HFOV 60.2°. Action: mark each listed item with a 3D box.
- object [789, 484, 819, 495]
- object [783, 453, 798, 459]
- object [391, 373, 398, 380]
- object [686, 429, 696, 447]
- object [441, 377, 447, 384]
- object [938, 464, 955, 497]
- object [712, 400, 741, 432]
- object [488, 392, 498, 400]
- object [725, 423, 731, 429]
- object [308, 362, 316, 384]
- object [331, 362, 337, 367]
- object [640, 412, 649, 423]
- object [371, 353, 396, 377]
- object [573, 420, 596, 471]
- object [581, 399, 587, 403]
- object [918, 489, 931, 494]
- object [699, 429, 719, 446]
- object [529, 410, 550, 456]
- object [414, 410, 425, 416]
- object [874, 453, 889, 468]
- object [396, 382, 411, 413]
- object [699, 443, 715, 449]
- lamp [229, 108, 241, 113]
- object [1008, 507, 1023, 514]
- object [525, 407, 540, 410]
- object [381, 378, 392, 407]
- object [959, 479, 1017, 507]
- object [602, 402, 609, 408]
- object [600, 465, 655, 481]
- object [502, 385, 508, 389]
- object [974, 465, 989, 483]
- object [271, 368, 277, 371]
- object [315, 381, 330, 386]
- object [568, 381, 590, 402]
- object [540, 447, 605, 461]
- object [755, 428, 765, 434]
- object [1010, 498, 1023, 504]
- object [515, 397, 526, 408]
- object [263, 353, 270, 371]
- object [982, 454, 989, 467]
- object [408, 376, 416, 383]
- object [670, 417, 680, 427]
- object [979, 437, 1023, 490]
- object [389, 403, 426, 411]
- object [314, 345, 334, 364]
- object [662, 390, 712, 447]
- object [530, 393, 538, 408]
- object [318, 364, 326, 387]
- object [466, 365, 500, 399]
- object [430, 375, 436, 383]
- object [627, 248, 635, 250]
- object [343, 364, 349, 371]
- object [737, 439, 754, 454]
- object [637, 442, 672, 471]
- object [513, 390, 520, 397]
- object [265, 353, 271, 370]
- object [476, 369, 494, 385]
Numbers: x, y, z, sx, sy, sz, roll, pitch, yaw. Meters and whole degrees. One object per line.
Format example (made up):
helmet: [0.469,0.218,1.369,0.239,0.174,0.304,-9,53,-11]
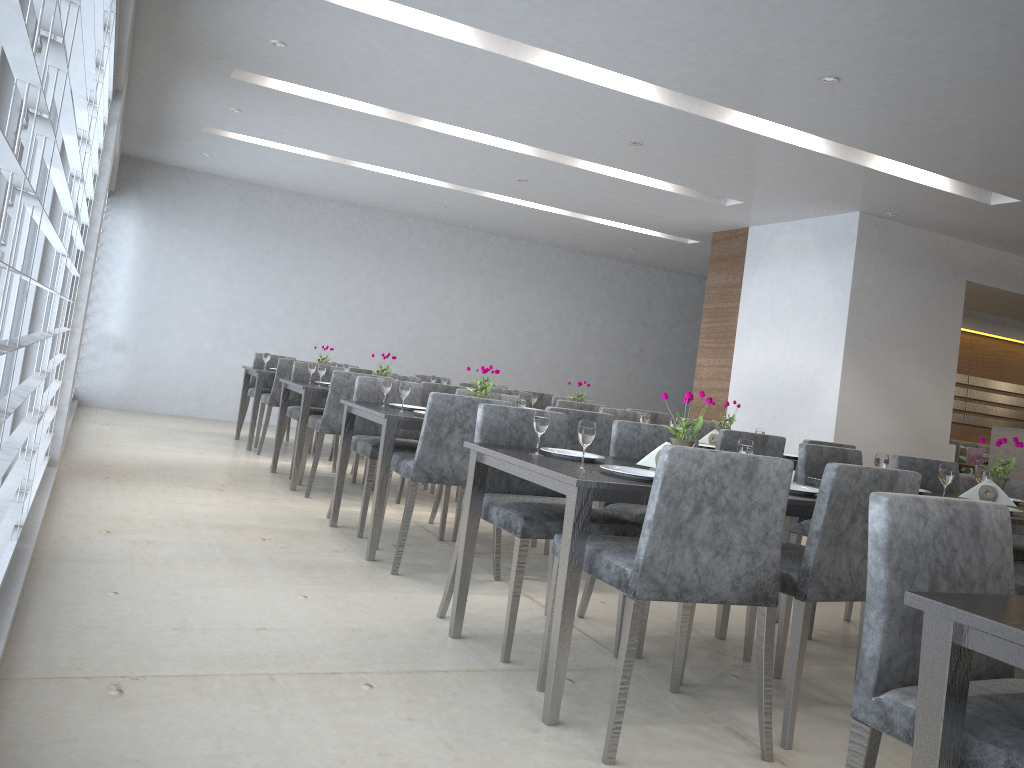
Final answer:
object: [0.886,0.332,2.806,0.216,0.015,0.217,8,1,-25]
object: [1.537,0.403,4.971,0.216,0.015,0.217,8,1,-25]
object: [-0.824,-0.003,6.151,0.053,0.140,0.053,7,-4,23]
object: [0.606,0.227,3.060,0.053,0.140,0.053,7,-4,17]
object: [-0.609,0.011,7.888,0.053,0.140,0.053,7,-4,23]
object: [1.564,0.361,3.192,0.053,0.140,0.053,7,-4,23]
object: [1.210,0.225,5.011,0.154,0.278,0.104,9,-4,-27]
object: [-0.106,0.113,4.600,0.053,0.140,0.053,7,-4,17]
object: [1.258,0.299,5.211,0.053,0.140,0.053,7,-4,23]
object: [-1.342,-0.074,5.912,0.053,0.140,0.053,7,-4,23]
object: [-1.571,-0.123,7.765,0.053,0.140,0.053,7,-4,23]
object: [0.740,0.228,4.972,0.053,0.140,0.053,7,-4,23]
object: [-0.870,-0.077,5.934,0.154,0.278,0.104,9,-4,-27]
object: [0.211,0.176,2.556,0.053,0.140,0.053,7,-4,23]
object: [0.543,0.184,6.757,0.053,0.140,0.053,7,-4,23]
object: [1.561,0.420,3.542,0.216,0.015,0.217,8,1,-25]
object: [1.142,0.305,4.974,0.204,0.100,0.069,8,-2,35]
object: [0.088,0.157,2.821,0.053,0.140,0.053,7,-4,17]
object: [-0.350,0.146,4.099,0.216,0.015,0.217,8,1,-25]
object: [1.442,0.341,3.457,0.053,0.140,0.053,7,-4,23]
object: [-0.502,0.062,4.096,0.053,0.140,0.053,7,-4,17]
object: [1.012,0.331,4.729,0.216,0.015,0.217,8,1,-25]
lamp: [-2.015,-1.989,6.427,0.089,0.007,0.088,8,1,20]
object: [1.723,0.446,3.192,0.216,0.015,0.217,8,1,-25]
object: [0.132,0.190,6.631,0.215,0.015,0.218,8,1,-45]
object: [-0.624,0.042,4.360,0.053,0.140,0.053,7,-4,17]
object: [1.853,0.419,3.438,0.204,0.100,0.069,8,-2,35]
object: [0.687,0.206,6.559,0.053,0.140,0.053,7,-4,23]
object: [0.361,0.260,2.563,0.216,0.015,0.217,8,1,-25]
object: [-0.070,0.084,8.194,0.053,0.140,0.053,7,-4,23]
object: [1.959,0.412,3.696,0.053,0.140,0.053,7,-4,23]
object: [-1.977,-0.116,7.617,0.218,0.015,0.215,8,1,28]
object: [-1.230,0.004,6.001,0.217,0.015,0.215,8,1,43]
object: [0.492,0.109,6.563,0.154,0.278,0.104,9,-4,-27]
object: [0.199,0.234,2.913,0.216,0.015,0.217,8,1,-25]
object: [1.402,0.321,5.013,0.053,0.140,0.053,7,-4,23]
object: [2.086,0.491,3.785,0.216,0.015,0.217,8,1,-25]
object: [0.037,0.135,4.402,0.053,0.140,0.053,7,-4,17]
object: [-2.018,-0.181,7.235,0.053,0.140,0.053,7,-4,23]
object: [4.228,0.681,7.848,0.095,0.126,0.107,7,-2,18]
object: [-0.680,0.019,5.953,0.053,0.140,0.053,7,-4,23]
object: [0.863,0.248,4.707,0.053,0.140,0.053,7,-4,17]
object: [1.921,0.339,3.475,0.154,0.278,0.104,9,-4,-27]
object: [-0.512,0.120,4.449,0.216,0.015,0.217,8,1,-25]
object: [-1.618,-0.197,7.550,0.154,0.278,0.104,9,-4,-27]
object: [0.559,0.153,2.846,0.154,0.278,0.104,9,-4,-27]
object: [0.148,0.133,6.253,0.053,0.140,0.053,7,-4,23]
object: [-1.219,-0.054,5.647,0.053,0.140,0.053,7,-4,23]
object: [-0.152,0.039,4.382,0.154,0.278,0.104,9,-4,-27]
object: [-0.732,-0.009,8.153,0.053,0.140,0.053,7,-4,23]
object: [1.364,-1.548,10.123,0.089,0.007,0.088,8,1,20]
object: [-1.427,-0.101,7.567,0.053,0.140,0.053,7,-4,23]
object: [0.750,0.249,2.862,0.053,0.140,0.053,7,-4,23]
object: [0.491,0.233,2.809,0.204,0.100,0.069,8,-2,35]
object: [0.025,0.113,6.517,0.053,0.140,0.053,7,-4,23]
object: [-2.089,-0.194,7.526,0.053,0.140,0.053,7,-4,23]
object: [-0.256,-0.011,8.179,0.154,0.278,0.104,9,-4,-27]
